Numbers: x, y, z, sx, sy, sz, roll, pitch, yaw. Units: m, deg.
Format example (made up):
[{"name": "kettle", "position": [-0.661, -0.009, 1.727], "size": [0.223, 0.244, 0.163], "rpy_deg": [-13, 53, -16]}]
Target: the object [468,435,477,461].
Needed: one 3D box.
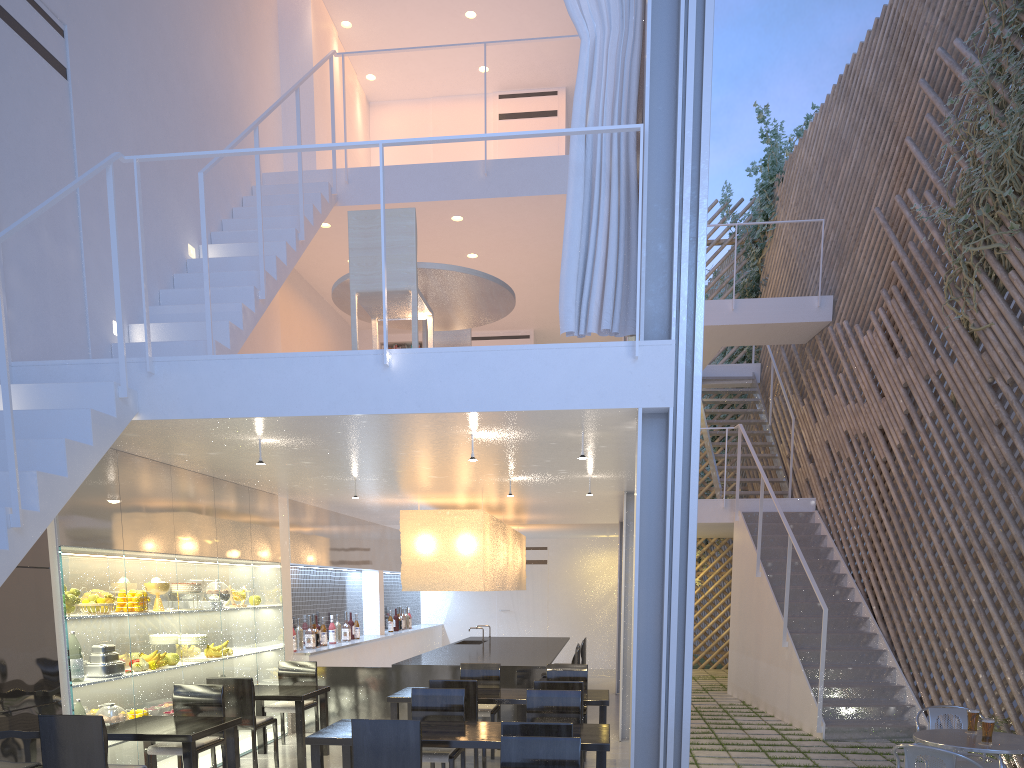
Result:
[{"name": "object", "position": [-0.120, 0.195, 2.518], "size": [0.029, 0.080, 0.028], "rpy_deg": [2, 6, 18]}]

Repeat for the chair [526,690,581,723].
[{"name": "chair", "position": [0.133, 1.258, 2.787], "size": [0.192, 0.442, 0.234], "rpy_deg": [1, 3, 7]}]

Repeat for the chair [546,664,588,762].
[{"name": "chair", "position": [0.245, 1.499, 3.758], "size": [0.192, 0.442, 0.234], "rpy_deg": [1, 3, 7]}]

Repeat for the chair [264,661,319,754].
[{"name": "chair", "position": [-1.055, 1.539, 3.919], "size": [0.192, 0.442, 0.234], "rpy_deg": [1, 3, 7]}]

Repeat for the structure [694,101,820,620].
[{"name": "structure", "position": [2.179, 0.245, 8.301], "size": [1.118, 4.543, 3.285], "rpy_deg": [1, 0, 5]}]

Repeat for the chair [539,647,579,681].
[{"name": "chair", "position": [0.280, 1.788, 4.923], "size": [0.240, 0.443, 0.186], "rpy_deg": [0, 5, 5]}]

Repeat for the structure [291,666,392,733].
[{"name": "structure", "position": [-0.903, 1.672, 4.353], "size": [0.556, 0.375, 0.011], "rpy_deg": [-1, 8, 6]}]

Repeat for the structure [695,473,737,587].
[{"name": "structure", "position": [1.556, 1.738, 7.765], "size": [1.145, 2.018, 0.281], "rpy_deg": [0, 8, 6]}]

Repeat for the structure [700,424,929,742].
[{"name": "structure", "position": [1.523, 1.074, 5.006], "size": [1.185, 1.960, 1.970], "rpy_deg": [0, -3, 0]}]

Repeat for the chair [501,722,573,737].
[{"name": "chair", "position": [0.079, 1.143, 2.325], "size": [0.192, 0.442, 0.234], "rpy_deg": [1, 3, 7]}]

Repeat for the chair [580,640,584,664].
[{"name": "chair", "position": [0.365, 1.954, 5.589], "size": [0.240, 0.443, 0.186], "rpy_deg": [0, 5, 4]}]

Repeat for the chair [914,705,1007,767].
[{"name": "chair", "position": [1.492, 1.278, 2.772], "size": [0.263, 0.383, 0.244], "rpy_deg": [0, 2, 7]}]

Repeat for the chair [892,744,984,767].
[{"name": "chair", "position": [1.164, 1.141, 2.220], "size": [0.247, 0.383, 0.260], "rpy_deg": [-1, 2, -39]}]

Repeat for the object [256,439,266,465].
[{"name": "object", "position": [-0.793, 0.214, 2.594], "size": [0.029, 0.080, 0.028], "rpy_deg": [2, 6, 18]}]

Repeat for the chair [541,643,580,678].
[{"name": "chair", "position": [0.308, 1.871, 5.258], "size": [0.240, 0.443, 0.185], "rpy_deg": [0, 5, 2]}]

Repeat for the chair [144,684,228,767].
[{"name": "chair", "position": [-1.168, 1.298, 2.948], "size": [0.192, 0.442, 0.234], "rpy_deg": [1, 3, 7]}]

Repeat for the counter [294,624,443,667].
[{"name": "counter", "position": [-0.988, 2.114, 6.241], "size": [0.233, 0.424, 3.714], "rpy_deg": [0, -13, 7]}]

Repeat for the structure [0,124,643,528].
[{"name": "structure", "position": [-0.438, 0.115, 1.527], "size": [1.366, 1.797, 1.439], "rpy_deg": [0, -1, 7]}]

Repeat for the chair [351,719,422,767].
[{"name": "chair", "position": [-0.328, 1.155, 2.371], "size": [0.192, 0.442, 0.234], "rpy_deg": [1, 3, 7]}]

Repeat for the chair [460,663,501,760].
[{"name": "chair", "position": [-0.162, 1.510, 3.804], "size": [0.192, 0.442, 0.234], "rpy_deg": [1, 3, 7]}]

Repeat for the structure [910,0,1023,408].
[{"name": "structure", "position": [2.214, -1.408, 3.152], "size": [0.744, 2.727, 2.357], "rpy_deg": [0, -1, -2]}]

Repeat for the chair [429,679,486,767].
[{"name": "chair", "position": [-0.216, 1.396, 3.342], "size": [0.192, 0.442, 0.234], "rpy_deg": [1, 3, 7]}]

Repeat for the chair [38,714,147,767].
[{"name": "chair", "position": [-1.225, 1.175, 2.452], "size": [0.192, 0.442, 0.234], "rpy_deg": [1, 3, 7]}]

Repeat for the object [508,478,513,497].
[{"name": "object", "position": [-0.007, 0.438, 3.498], "size": [0.029, 0.080, 0.028], "rpy_deg": [2, 6, 18]}]

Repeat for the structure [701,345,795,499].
[{"name": "structure", "position": [1.860, 0.136, 6.744], "size": [0.537, 1.895, 1.246], "rpy_deg": [0, 1, 1]}]

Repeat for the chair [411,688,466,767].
[{"name": "chair", "position": [-0.275, 1.269, 2.833], "size": [0.192, 0.442, 0.234], "rpy_deg": [1, 3, 7]}]

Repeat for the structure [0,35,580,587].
[{"name": "structure", "position": [-0.535, -0.301, 2.187], "size": [1.731, 3.305, 3.686], "rpy_deg": [0, -4, 7]}]

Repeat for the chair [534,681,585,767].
[{"name": "chair", "position": [0.192, 1.384, 3.296], "size": [0.192, 0.442, 0.234], "rpy_deg": [1, 3, 7]}]

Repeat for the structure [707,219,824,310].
[{"name": "structure", "position": [1.512, -0.792, 5.586], "size": [1.140, 0.576, 0.026], "rpy_deg": [-1, 8, 6]}]

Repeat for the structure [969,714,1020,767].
[{"name": "structure", "position": [2.073, 1.542, 3.541], "size": [0.266, 0.261, 0.264], "rpy_deg": [-1, -3, 14]}]

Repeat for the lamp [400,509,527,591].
[{"name": "lamp", "position": [-0.236, 1.147, 5.407], "size": [0.448, 0.414, 2.355], "rpy_deg": [0, -13, 7]}]

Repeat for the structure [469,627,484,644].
[{"name": "structure", "position": [-0.255, 1.791, 5.854], "size": [0.113, 0.125, 0.033], "rpy_deg": [0, 7, 6]}]

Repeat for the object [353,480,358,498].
[{"name": "object", "position": [-0.680, 0.457, 3.574], "size": [0.029, 0.080, 0.028], "rpy_deg": [2, 6, 18]}]

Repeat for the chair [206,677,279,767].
[{"name": "chair", "position": [-1.113, 1.416, 3.423], "size": [0.192, 0.442, 0.234], "rpy_deg": [1, 3, 7]}]

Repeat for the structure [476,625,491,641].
[{"name": "structure", "position": [-0.216, 1.874, 6.188], "size": [0.113, 0.125, 0.033], "rpy_deg": [0, 7, 6]}]

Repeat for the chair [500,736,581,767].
[{"name": "chair", "position": [0.056, 1.033, 1.883], "size": [0.192, 0.442, 0.234], "rpy_deg": [1, 3, 7]}]

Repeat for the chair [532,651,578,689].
[{"name": "chair", "position": [0.237, 1.706, 4.590], "size": [0.240, 0.443, 0.186], "rpy_deg": [0, 5, 8]}]

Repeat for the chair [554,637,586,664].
[{"name": "chair", "position": [0.407, 2.036, 5.922], "size": [0.240, 0.443, 0.186], "rpy_deg": [0, 5, 8]}]

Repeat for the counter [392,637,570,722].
[{"name": "counter", "position": [-0.079, 1.954, 5.509], "size": [0.815, 0.367, 2.572], "rpy_deg": [-1, -13, 6]}]
